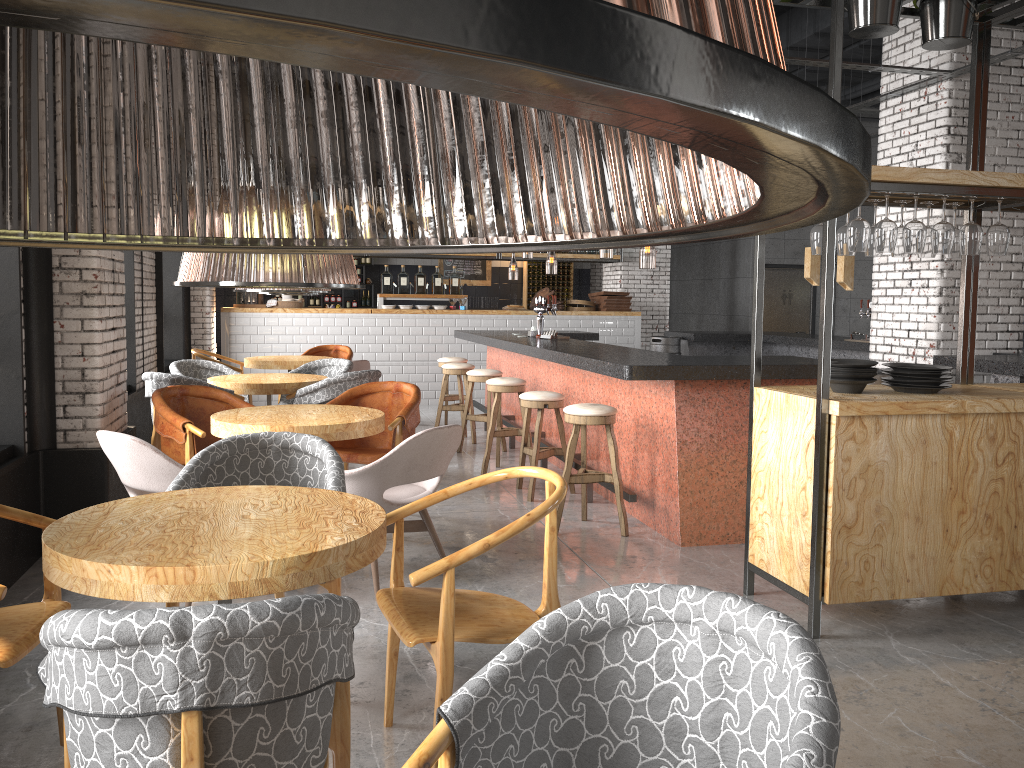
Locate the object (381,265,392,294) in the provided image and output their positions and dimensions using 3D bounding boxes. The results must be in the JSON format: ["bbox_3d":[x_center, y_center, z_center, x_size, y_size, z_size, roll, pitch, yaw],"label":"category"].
[{"bbox_3d":[-1.763,-1.468,12.454,0.154,0.404,0.155,0,4,-14],"label":"object"}]

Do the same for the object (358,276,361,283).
[{"bbox_3d":[-2.695,-1.838,15.593,0.081,0.113,0.071,0,5,-14],"label":"object"}]

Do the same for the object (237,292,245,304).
[{"bbox_3d":[-3.621,-1.310,11.839,0.106,0.553,0.157,0,4,-14],"label":"object"}]

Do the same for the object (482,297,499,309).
[{"bbox_3d":[-0.312,-1.168,12.764,0.181,0.168,0.170,-2,6,-33],"label":"object"}]

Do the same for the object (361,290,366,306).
[{"bbox_3d":[-2.619,-1.509,15.632,0.079,0.280,0.079,1,4,5],"label":"object"}]

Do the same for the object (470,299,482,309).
[{"bbox_3d":[-0.512,-1.157,12.621,0.181,0.168,0.170,0,5,-4],"label":"object"}]

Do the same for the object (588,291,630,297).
[{"bbox_3d":[1.420,-1.314,13.033,0.406,0.094,0.637,-1,6,-16],"label":"object"}]

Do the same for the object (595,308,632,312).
[{"bbox_3d":[1.453,-1.099,13.123,0.405,0.044,0.637,-1,6,-18],"label":"object"}]

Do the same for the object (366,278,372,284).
[{"bbox_3d":[-2.526,-1.814,15.629,0.107,0.108,0.089,4,6,37],"label":"object"}]

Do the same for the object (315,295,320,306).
[{"bbox_3d":[-3.388,-1.501,15.448,0.079,0.280,0.079,-4,6,-45],"label":"object"}]

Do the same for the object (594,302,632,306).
[{"bbox_3d":[1.454,-1.187,13.116,0.405,0.044,0.637,-1,6,-17],"label":"object"}]

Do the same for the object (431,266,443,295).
[{"bbox_3d":[-1.063,-1.475,12.618,0.154,0.404,0.155,0,4,-14],"label":"object"}]

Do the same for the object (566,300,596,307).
[{"bbox_3d":[1.011,-1.189,13.024,0.437,0.154,0.440,4,6,33],"label":"object"}]

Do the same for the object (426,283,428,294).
[{"bbox_3d":[-1.196,-1.348,12.539,0.031,0.163,0.046,2,4,11],"label":"object"}]

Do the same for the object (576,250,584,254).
[{"bbox_3d":[1.021,-2.022,13.239,0.118,0.180,0.118,4,6,36],"label":"object"}]

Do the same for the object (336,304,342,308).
[{"bbox_3d":[-3.035,-1.351,15.542,0.107,0.108,0.089,4,6,37],"label":"object"}]

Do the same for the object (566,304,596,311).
[{"bbox_3d":[1.007,-1.122,13.025,0.437,0.097,0.437,2,5,11],"label":"object"}]

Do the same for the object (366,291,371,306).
[{"bbox_3d":[-2.531,-1.510,15.656,0.079,0.280,0.079,0,4,-10],"label":"object"}]

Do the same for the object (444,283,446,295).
[{"bbox_3d":[-0.950,-1.349,12.575,0.024,0.163,0.062,-1,5,-23],"label":"object"}]

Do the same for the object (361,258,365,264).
[{"bbox_3d":[-2.615,-2.247,15.579,0.079,0.280,0.079,-3,6,-40],"label":"object"}]

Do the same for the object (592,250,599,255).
[{"bbox_3d":[1.257,-2.024,13.300,0.118,0.180,0.118,-3,6,-37],"label":"object"}]

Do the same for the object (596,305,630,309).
[{"bbox_3d":[1.453,-1.143,13.120,0.405,0.044,0.637,0,5,-11],"label":"object"}]

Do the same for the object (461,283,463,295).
[{"bbox_3d":[-0.714,-1.351,12.630,0.034,0.163,0.061,2,5,19],"label":"object"}]

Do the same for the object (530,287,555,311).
[{"bbox_3d":[0.422,-1.227,12.807,0.242,0.337,0.489,-2,6,-28],"label":"object"}]

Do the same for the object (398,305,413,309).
[{"bbox_3d":[-1.465,-1.057,12.207,0.216,0.059,0.324,-1,5,-13],"label":"object"}]

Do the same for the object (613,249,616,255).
[{"bbox_3d":[1.502,-2.024,13.324,0.118,0.180,0.118,2,5,10],"label":"object"}]

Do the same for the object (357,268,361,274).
[{"bbox_3d":[-2.690,-1.981,15.563,0.076,0.110,0.076,5,6,41],"label":"object"}]

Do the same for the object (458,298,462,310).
[{"bbox_3d":[-0.704,-1.125,12.481,0.112,0.165,0.122,5,6,40],"label":"object"}]

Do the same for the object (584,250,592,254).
[{"bbox_3d":[1.143,-2.022,13.259,0.118,0.180,0.118,2,5,19],"label":"object"}]

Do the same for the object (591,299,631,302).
[{"bbox_3d":[1.454,-1.231,13.113,0.405,0.044,0.637,-1,5,-13],"label":"object"}]

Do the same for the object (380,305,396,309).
[{"bbox_3d":[-1.695,-1.054,12.165,0.216,0.055,0.324,-1,5,-13],"label":"object"}]

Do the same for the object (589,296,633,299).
[{"bbox_3d":[1.455,-1.275,13.110,0.405,0.044,0.637,-1,6,-20],"label":"object"}]

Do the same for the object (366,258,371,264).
[{"bbox_3d":[-2.523,-2.248,15.601,0.079,0.280,0.079,-1,5,-20],"label":"object"}]

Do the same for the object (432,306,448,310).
[{"bbox_3d":[-1.008,-1.062,12.323,0.216,0.060,0.324,-1,5,-13],"label":"object"}]

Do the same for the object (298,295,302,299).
[{"bbox_3d":[-3.670,-1.500,15.366,0.076,0.110,0.076,-1,5,-19],"label":"object"}]

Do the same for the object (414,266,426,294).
[{"bbox_3d":[-1.301,-1.473,12.565,0.154,0.404,0.155,0,4,-14],"label":"object"}]

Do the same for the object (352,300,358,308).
[{"bbox_3d":[-2.771,-1.414,15.609,0.100,0.139,0.088,0,5,-13],"label":"object"}]

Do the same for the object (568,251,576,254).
[{"bbox_3d":[0.898,-2.022,13.228,0.118,0.180,0.118,5,6,40],"label":"object"}]

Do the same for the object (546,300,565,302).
[{"bbox_3d":[0.556,-1.210,12.950,0.407,0.019,0.458,4,6,33],"label":"object"}]

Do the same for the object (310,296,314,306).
[{"bbox_3d":[-3.481,-1.500,15.426,0.079,0.280,0.079,0,4,-5],"label":"object"}]

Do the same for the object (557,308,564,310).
[{"bbox_3d":[0.592,-1.098,12.961,0.407,0.019,0.458,-4,7,-41],"label":"object"}]

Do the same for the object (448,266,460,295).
[{"bbox_3d":[-0.823,-1.477,12.680,0.154,0.404,0.155,0,4,-14],"label":"object"}]

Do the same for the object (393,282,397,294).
[{"bbox_3d":[-1.646,-1.342,12.408,0.032,0.163,0.080,-3,6,-42],"label":"object"}]

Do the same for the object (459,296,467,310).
[{"bbox_3d":[-0.684,-1.125,12.355,0.128,0.189,0.123,0,5,-5],"label":"object"}]

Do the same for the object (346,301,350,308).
[{"bbox_3d":[-2.875,-1.397,15.563,0.076,0.110,0.076,5,6,41],"label":"object"}]

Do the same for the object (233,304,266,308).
[{"bbox_3d":[-3.542,-1.054,11.998,0.411,0.050,0.412,-1,6,-14],"label":"object"}]

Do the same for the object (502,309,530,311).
[{"bbox_3d":[0.071,-1.070,12.766,0.407,0.019,0.458,4,6,28],"label":"object"}]

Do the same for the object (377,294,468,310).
[{"bbox_3d":[-1.274,-0.997,12.608,1.250,0.550,0.315,-1,5,-14],"label":"object"}]

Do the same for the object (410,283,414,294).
[{"bbox_3d":[-1.419,-1.345,12.480,0.039,0.163,0.077,3,5,31],"label":"object"}]

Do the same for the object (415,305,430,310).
[{"bbox_3d":[-1.237,-1.059,12.285,0.216,0.055,0.324,-1,5,-13],"label":"object"}]

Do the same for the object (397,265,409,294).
[{"bbox_3d":[-1.535,-1.469,12.500,0.154,0.404,0.155,0,4,-14],"label":"object"}]

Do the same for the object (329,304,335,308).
[{"bbox_3d":[-3.140,-1.350,15.517,0.092,0.108,0.105,1,5,-2],"label":"object"}]

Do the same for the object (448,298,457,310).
[{"bbox_3d":[-0.828,-1.119,12.393,0.122,0.165,0.112,2,5,20],"label":"object"}]

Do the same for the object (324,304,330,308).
[{"bbox_3d":[-3.232,-1.351,15.493,0.092,0.112,0.100,-2,5,-27],"label":"object"}]
